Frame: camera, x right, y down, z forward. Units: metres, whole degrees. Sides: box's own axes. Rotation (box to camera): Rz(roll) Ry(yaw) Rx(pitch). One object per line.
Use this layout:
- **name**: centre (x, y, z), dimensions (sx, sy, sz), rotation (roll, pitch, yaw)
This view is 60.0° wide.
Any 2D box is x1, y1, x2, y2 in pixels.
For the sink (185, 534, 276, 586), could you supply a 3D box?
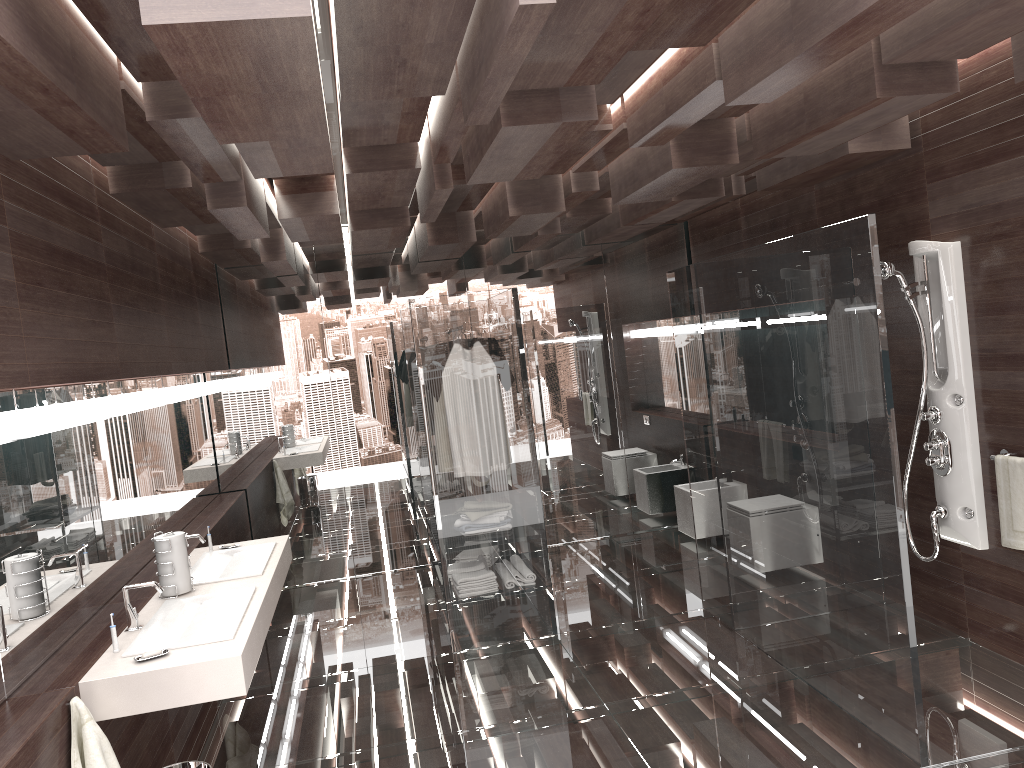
- **sink**: centre (-1.365, 0.786, 4.168), dimensions (0.427, 0.193, 0.681), rotation (-7, 3, -9)

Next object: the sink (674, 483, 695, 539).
- **sink**: centre (1.543, 0.904, 6.837), dimensions (0.469, 0.456, 0.357), rotation (-7, 3, -9)

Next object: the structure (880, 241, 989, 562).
- **structure**: centre (1.998, 0.096, 4.284), dimensions (0.354, 1.560, 0.323), rotation (-6, 3, 11)

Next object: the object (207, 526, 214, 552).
- **object**: centre (-1.540, 0.789, 4.518), dimensions (0.022, 0.132, 0.022), rotation (-5, 3, 28)

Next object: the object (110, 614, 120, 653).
- **object**: centre (-1.346, 0.841, 2.998), dimensions (0.022, 0.132, 0.022), rotation (-8, 3, -28)

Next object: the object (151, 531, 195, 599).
- **object**: centre (-1.424, 0.750, 3.712), dimensions (0.136, 0.261, 0.145), rotation (-5, 3, 34)

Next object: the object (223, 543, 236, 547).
- **object**: centre (-1.455, 0.831, 4.562), dimensions (0.066, 0.016, 0.035), rotation (-6, 3, 10)

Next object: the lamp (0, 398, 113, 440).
- **lamp**: centre (-1.588, 0.116, 3.129), dimensions (0.082, 0.082, 0.950), rotation (-7, 3, -9)

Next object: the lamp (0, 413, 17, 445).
- **lamp**: centre (-1.415, 0.145, 2.124), dimensions (0.082, 0.082, 0.950), rotation (-7, 3, -9)

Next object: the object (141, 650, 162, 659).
- **object**: centre (-1.174, 0.880, 2.888), dimensions (0.066, 0.016, 0.035), rotation (-9, 3, -33)

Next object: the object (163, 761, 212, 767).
- **object**: centre (-1.118, 1.506, 3.003), dimensions (0.237, 0.358, 0.237), rotation (-6, 3, 23)

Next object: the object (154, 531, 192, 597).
- **object**: centre (-1.418, 0.752, 3.708), dimensions (0.124, 0.246, 0.128), rotation (-8, 3, -28)

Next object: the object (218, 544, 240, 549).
- **object**: centre (-1.454, 0.838, 4.563), dimensions (0.108, 0.011, 0.065), rotation (-6, 3, 12)

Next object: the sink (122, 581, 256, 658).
- **sink**: centre (-1.213, 0.811, 3.283), dimensions (0.427, 0.193, 0.681), rotation (-7, 3, -9)

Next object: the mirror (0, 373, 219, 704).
- **mirror**: centre (0.184, 0.191, 4.483), dimensions (4.126, 0.916, 5.081), rotation (-7, 3, -9)

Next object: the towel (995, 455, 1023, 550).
- **towel**: centre (2.187, 0.519, 3.744), dimensions (0.097, 0.414, 0.352), rotation (-8, 3, -17)

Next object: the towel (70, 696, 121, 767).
- **towel**: centre (-1.190, 1.262, 2.642), dimensions (0.156, 0.678, 0.368), rotation (-7, 3, -9)

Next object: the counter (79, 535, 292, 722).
- **counter**: centre (-1.255, 0.927, 3.735), dimensions (0.488, 0.131, 1.954), rotation (-7, 3, -9)

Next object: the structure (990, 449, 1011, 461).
- **structure**: centre (2.195, 0.329, 3.743), dimensions (0.071, 0.061, 0.455), rotation (-7, 3, -9)

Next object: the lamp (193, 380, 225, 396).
- **lamp**: centre (-2.110, 0.029, 6.158), dimensions (0.082, 0.082, 0.950), rotation (-7, 3, -9)

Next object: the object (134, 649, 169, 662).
- **object**: centre (-1.173, 0.887, 2.888), dimensions (0.108, 0.011, 0.065), rotation (-8, 3, -31)

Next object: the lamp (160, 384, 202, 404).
- **lamp**: centre (-1.939, 0.058, 5.164), dimensions (0.082, 0.082, 0.950), rotation (-7, 3, -9)

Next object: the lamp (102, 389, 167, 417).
- **lamp**: centre (-1.762, 0.087, 4.142), dimensions (0.082, 0.082, 0.950), rotation (-7, 3, -9)
